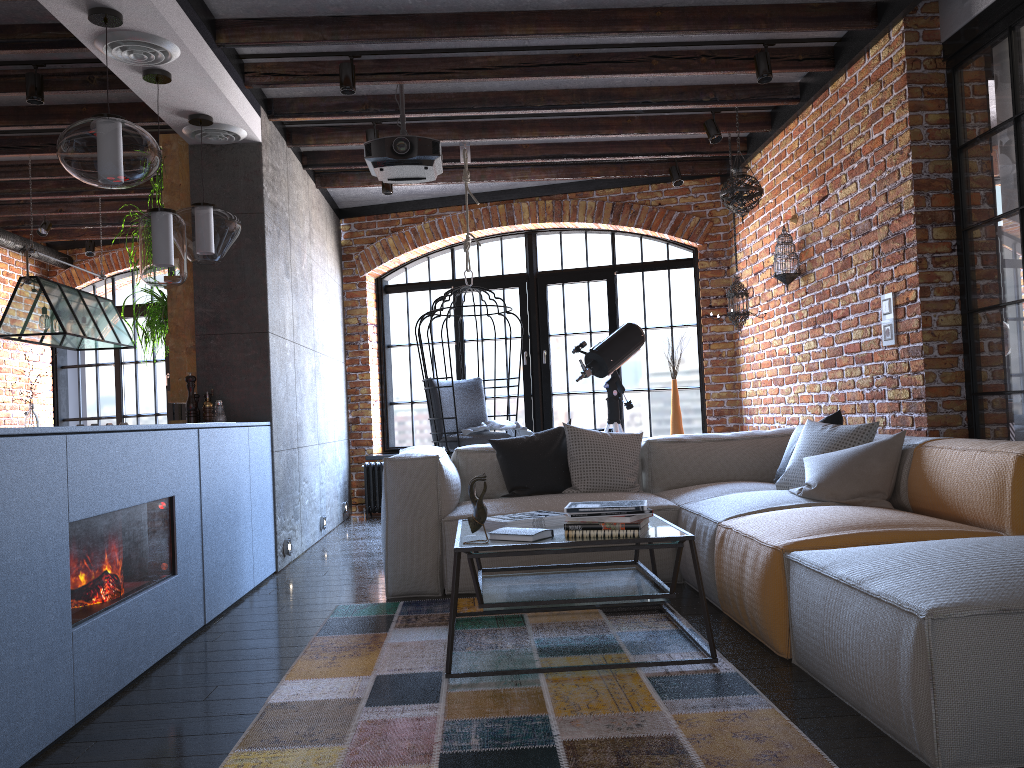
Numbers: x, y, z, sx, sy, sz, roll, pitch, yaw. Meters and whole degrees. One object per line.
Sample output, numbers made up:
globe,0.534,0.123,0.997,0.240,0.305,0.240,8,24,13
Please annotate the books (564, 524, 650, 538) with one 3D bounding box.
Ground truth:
books,0.320,0.486,2.958,0.247,0.024,0.209,-3,-2,17

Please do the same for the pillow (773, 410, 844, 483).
pillow,1.463,0.333,4.396,0.263,0.400,0.510,-2,-2,-8

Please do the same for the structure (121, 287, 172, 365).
structure,-2.003,-0.334,5.302,0.422,0.620,0.570,-3,-2,17

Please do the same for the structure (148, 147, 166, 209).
structure,-1.915,-1.184,5.313,0.570,0.620,0.422,-2,-2,-13

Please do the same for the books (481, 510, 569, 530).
books,0.050,0.505,3.279,0.309,0.038,0.225,-1,-2,-32

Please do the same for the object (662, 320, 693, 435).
object,1.345,-0.038,7.140,0.270,1.053,0.299,-3,-2,18

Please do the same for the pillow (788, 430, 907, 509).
pillow,1.372,0.355,3.683,0.485,0.314,0.358,-4,-2,40

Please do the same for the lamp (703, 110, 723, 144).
lamp,1.292,-1.650,5.715,0.090,0.208,0.134,-1,-2,-35

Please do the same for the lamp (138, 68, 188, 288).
lamp,-1.566,-0.911,3.953,0.195,0.955,0.198,-4,-2,28

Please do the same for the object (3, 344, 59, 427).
object,-3.149,0.073,5.823,0.443,0.708,0.194,-3,-2,13

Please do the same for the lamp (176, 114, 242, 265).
lamp,-1.581,-0.993,4.538,0.367,0.747,0.367,-1,-2,-39

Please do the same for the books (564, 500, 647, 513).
books,0.317,0.409,2.964,0.268,0.014,0.196,-3,-2,9

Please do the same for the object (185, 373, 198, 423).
object,-1.731,0.082,4.787,0.061,0.282,0.061,-3,-2,12

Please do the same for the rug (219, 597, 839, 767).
rug,-0.025,0.909,2.801,1.432,0.013,2.364,-3,-2,-2

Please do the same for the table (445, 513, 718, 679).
table,0.191,0.702,3.149,0.842,0.388,0.849,-3,-2,-2

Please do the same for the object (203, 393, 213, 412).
object,-1.671,0.134,4.875,0.048,0.180,0.048,-2,-2,-19

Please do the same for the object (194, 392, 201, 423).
object,-1.732,0.136,4.858,0.048,0.180,0.048,-1,-2,-42

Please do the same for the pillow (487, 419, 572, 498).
pillow,0.149,0.395,4.703,0.538,0.417,0.239,-2,-2,-13

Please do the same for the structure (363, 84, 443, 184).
structure,-0.607,-1.557,4.920,0.409,0.816,0.464,-3,-2,-2

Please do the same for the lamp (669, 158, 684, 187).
lamp,1.252,-1.611,6.774,0.093,0.208,0.134,-2,-2,-27

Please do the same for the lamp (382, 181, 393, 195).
lamp,-0.923,-1.526,6.690,0.121,0.184,0.082,-2,-2,-9

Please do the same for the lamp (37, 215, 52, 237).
lamp,-3.959,-1.346,7.518,0.093,0.206,0.160,-2,-2,-6

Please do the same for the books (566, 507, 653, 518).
books,0.317,0.424,2.963,0.268,0.014,0.196,-2,-2,-4

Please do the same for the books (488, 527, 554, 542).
books,0.028,0.496,2.931,0.182,0.029,0.129,-4,-2,35

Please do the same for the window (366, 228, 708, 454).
window,0.206,-0.400,7.755,3.293,2.232,0.177,-3,-2,15

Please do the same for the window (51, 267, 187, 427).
window,-3.200,-0.217,8.488,3.145,2.232,0.177,-3,-2,15

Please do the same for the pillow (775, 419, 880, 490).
pillow,1.423,0.337,4.054,0.293,0.354,0.495,-2,-2,-17

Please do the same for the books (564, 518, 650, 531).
books,0.320,0.463,2.958,0.251,0.023,0.209,-3,-2,17

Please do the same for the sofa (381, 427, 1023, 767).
sofa,0.660,0.584,3.530,2.536,0.697,3.301,-3,-2,-3

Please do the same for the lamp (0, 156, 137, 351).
lamp,-3.127,-0.918,6.257,0.465,1.267,1.258,-3,-2,-2

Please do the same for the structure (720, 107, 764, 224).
structure,1.430,-1.397,5.580,0.265,0.779,0.273,-4,-2,37

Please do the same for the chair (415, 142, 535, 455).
chair,-0.324,-0.568,6.216,0.682,2.220,0.802,-4,-2,43

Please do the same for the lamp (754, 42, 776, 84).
lamp,1.333,-1.696,4.691,0.085,0.194,0.113,-2,-2,-31

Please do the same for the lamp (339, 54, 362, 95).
lamp,-0.836,-1.604,4.601,0.119,0.184,0.082,-2,-2,-6

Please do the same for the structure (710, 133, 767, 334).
structure,1.499,-1.052,5.983,0.389,1.437,0.338,-3,-2,-2

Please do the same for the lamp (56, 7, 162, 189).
lamp,-1.535,-1.078,3.372,0.364,0.664,0.364,-2,-2,-19

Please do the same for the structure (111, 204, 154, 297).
structure,-2.065,-0.812,5.280,0.570,0.620,0.422,-1,-2,-33

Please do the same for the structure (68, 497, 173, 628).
structure,-1.427,0.592,2.893,0.332,0.394,0.944,-3,-2,-2

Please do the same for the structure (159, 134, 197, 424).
structure,-1.939,-0.205,6.494,0.206,2.381,2.830,-3,-2,-2

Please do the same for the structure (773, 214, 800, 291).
structure,1.720,-0.829,5.577,0.169,0.482,0.169,-3,-2,-2

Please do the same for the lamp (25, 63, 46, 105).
lamp,-2.432,-1.534,4.527,0.082,0.184,0.116,-1,-2,-42

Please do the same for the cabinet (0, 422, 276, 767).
cabinet,-1.569,0.590,3.443,0.607,0.844,2.961,-3,-2,-2

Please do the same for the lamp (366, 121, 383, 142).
lamp,-0.878,-1.563,5.629,0.083,0.188,0.116,-1,-2,-39

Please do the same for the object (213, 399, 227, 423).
object,-1.599,0.152,4.849,0.069,0.135,0.069,-2,-2,-22

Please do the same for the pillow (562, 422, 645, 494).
pillow,0.487,0.392,4.691,0.543,0.402,0.250,-2,-2,-20

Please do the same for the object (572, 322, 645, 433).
object,0.683,0.279,6.517,0.570,1.471,0.616,-3,-2,24

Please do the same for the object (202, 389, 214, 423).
object,-1.636,0.123,4.800,0.058,0.192,0.081,-4,-2,39

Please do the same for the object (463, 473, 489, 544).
object,-0.104,0.402,2.868,0.099,0.223,0.093,-4,-2,37

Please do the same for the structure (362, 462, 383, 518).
structure,-0.744,0.881,7.465,1.115,0.476,0.106,-3,-2,15

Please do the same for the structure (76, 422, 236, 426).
structure,-1.620,0.201,4.055,0.504,0.057,0.764,-3,-2,-2

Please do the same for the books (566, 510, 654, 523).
books,0.327,0.442,2.981,0.239,0.022,0.190,-4,-2,32
